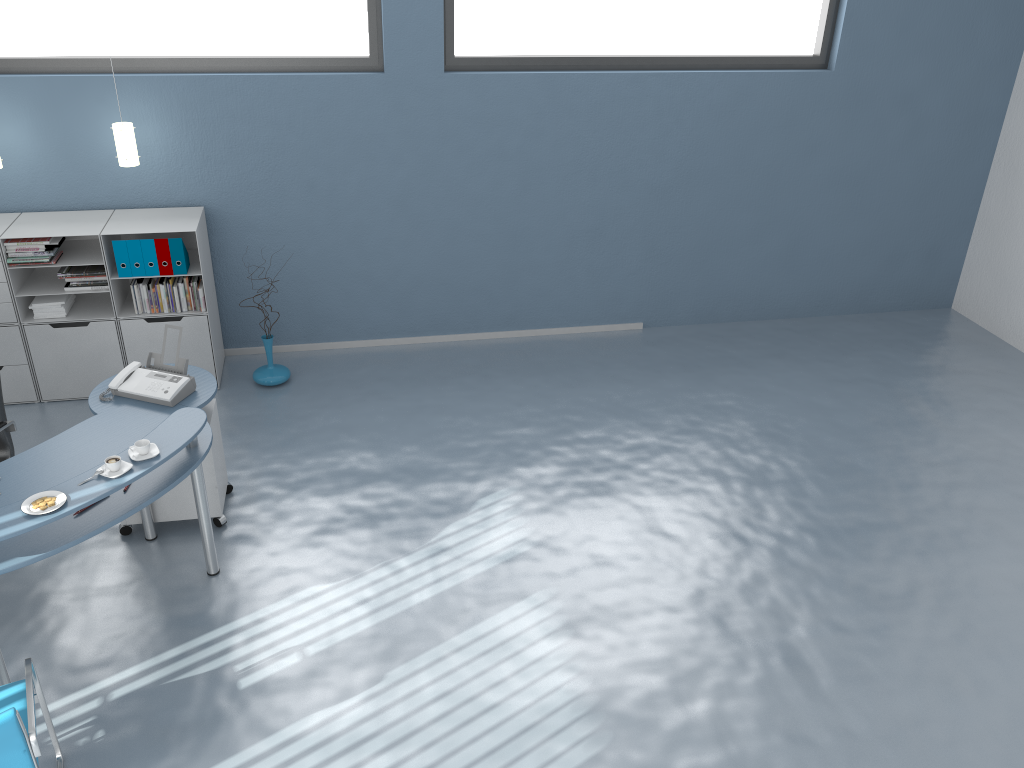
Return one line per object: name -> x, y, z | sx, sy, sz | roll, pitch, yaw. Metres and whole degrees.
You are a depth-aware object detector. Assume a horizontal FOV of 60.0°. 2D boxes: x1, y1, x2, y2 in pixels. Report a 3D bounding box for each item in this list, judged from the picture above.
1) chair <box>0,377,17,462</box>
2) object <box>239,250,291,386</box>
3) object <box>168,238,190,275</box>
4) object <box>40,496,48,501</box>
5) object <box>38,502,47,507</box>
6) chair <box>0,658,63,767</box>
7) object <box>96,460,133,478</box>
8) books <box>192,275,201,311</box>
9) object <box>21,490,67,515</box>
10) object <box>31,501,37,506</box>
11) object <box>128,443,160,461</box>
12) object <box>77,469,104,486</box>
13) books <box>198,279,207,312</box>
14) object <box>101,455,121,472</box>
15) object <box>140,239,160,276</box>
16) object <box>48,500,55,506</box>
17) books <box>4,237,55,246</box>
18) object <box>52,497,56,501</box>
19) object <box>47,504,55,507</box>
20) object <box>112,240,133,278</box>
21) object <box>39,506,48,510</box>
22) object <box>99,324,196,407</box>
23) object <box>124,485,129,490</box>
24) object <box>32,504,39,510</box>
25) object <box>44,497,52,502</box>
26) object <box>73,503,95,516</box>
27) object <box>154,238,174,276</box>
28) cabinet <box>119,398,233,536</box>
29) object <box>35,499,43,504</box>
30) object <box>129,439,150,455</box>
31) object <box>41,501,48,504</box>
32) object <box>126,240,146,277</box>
chair -> -2.839, 0.399, 4.428 | 0.584, 0.948, 0.652 | -2, 28, -7
object -> -1.643, -0.453, 6.068 | 0.357, 0.972, 0.312 | -18, 34, -32
object -> -2.159, -0.857, 5.755 | 0.082, 0.247, 0.181 | -4, 29, -11
object -> -1.832, 0.450, 3.472 | 0.027, 0.005, 0.025 | -24, 37, -39
object -> -1.818, 0.466, 3.433 | 0.027, 0.005, 0.025 | -2, 28, -7
chair -> -1.907, 1.296, 3.058 | 0.542, 0.707, 0.543 | -12, 31, -24
object -> -1.640, 0.353, 3.663 | 0.119, 0.016, 0.119 | 14, 30, 22
books -> -2.095, -0.612, 5.910 | 0.032, 0.203, 0.157 | -4, 29, -11
object -> -1.816, 0.464, 3.444 | 0.162, 0.011, 0.162 | 17, 32, 26
object -> -1.852, 0.462, 3.448 | 0.027, 0.005, 0.025 | -23, 37, -39
object -> -1.568, 0.293, 3.779 | 0.119, 0.016, 0.119 | -16, 33, -30
object -> -1.712, 0.378, 3.604 | 0.025, 0.021, 0.119 | 19, 33, 30
books -> -2.062, -0.592, 5.916 | 0.032, 0.163, 0.178 | -4, 29, -11
object -> -1.647, 0.333, 3.649 | 0.078, 0.049, 0.062 | -9, 30, -20
object -> -2.323, -0.845, 5.723 | 0.082, 0.247, 0.181 | -4, 29, -11
object -> -1.790, 0.461, 3.444 | 0.025, 0.005, 0.027 | -15, 32, -29
books -> -3.009, -0.912, 5.551 | 0.258, 0.024, 0.212 | -4, 29, -11
object -> -1.799, 0.452, 3.471 | 0.025, 0.005, 0.027 | -10, 30, -21
object -> -1.789, 0.467, 3.443 | 0.025, 0.005, 0.027 | -20, 35, -35
object -> -2.486, -0.833, 5.691 | 0.082, 0.247, 0.181 | -4, 29, -11
object -> -1.807, 0.477, 3.423 | 0.025, 0.005, 0.027 | 14, 30, 21
object -> -1.839, -0.096, 4.510 | 0.405, 0.280, 0.399 | 10, 29, 15
object -> -1.655, 0.406, 3.867 | 0.011, 0.010, 0.200 | 0, 28, -3
object -> -1.838, 0.474, 3.427 | 0.025, 0.005, 0.027 | 16, 31, 25
object -> -1.811, 0.450, 3.463 | 0.027, 0.005, 0.025 | -9, 30, -19
object -> -1.748, 0.499, 3.684 | 0.013, 0.013, 0.178 | 14, 31, 22
object -> -2.241, -0.851, 5.739 | 0.082, 0.247, 0.181 | -4, 29, -11
cabinet -> -1.837, 0.442, 4.771 | 0.559, 0.605, 0.383 | -3, 28, -9
object -> -1.840, 0.455, 3.452 | 0.027, 0.005, 0.025 | 19, 33, 29
object -> -1.575, 0.271, 3.769 | 0.078, 0.049, 0.062 | 6, 28, 8
object -> -1.819, 0.462, 3.451 | 0.027, 0.005, 0.025 | -12, 31, -24
object -> -2.405, -0.839, 5.707 | 0.082, 0.247, 0.181 | -4, 29, -11
